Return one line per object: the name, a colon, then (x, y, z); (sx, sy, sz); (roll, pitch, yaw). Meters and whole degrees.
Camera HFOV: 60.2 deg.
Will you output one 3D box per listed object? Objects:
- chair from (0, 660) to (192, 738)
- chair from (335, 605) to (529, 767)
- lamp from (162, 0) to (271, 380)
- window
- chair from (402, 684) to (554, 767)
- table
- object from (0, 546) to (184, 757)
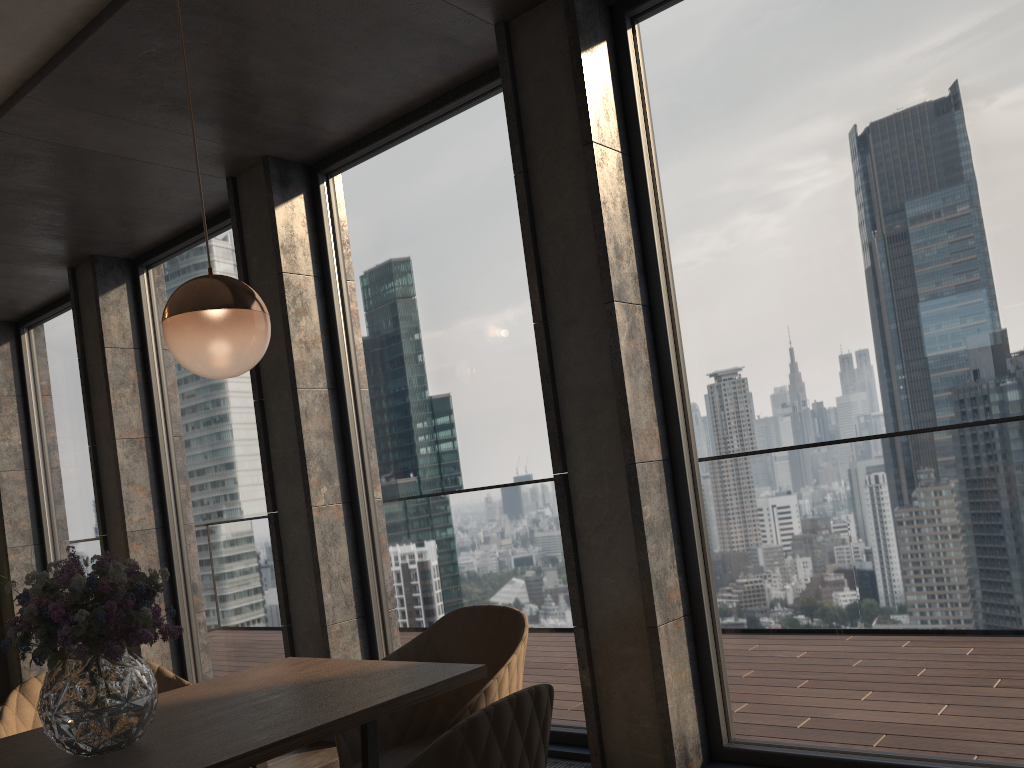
chair: (-1.030, 1.174, 2.341); (0.553, 0.834, 0.514); (-5, -4, -41)
chair: (-0.191, 1.079, 2.470); (0.559, 0.834, 0.508); (-10, -4, 43)
lamp: (-0.766, -0.775, 2.060); (0.241, 1.540, 0.238); (-9, -2, 45)
window: (-1.015, 0.360, 4.787); (7.323, 2.990, 0.198); (-12, -4, 39)
chair: (-0.158, 0.975, 1.594); (0.513, 0.834, 0.554); (-9, -3, 33)
table: (-0.768, 1.107, 1.762); (0.775, 0.766, 1.463); (-11, -6, 39)
object: (-0.829, 0.519, 1.747); (0.329, 0.407, 0.298); (-8, -3, 9)
